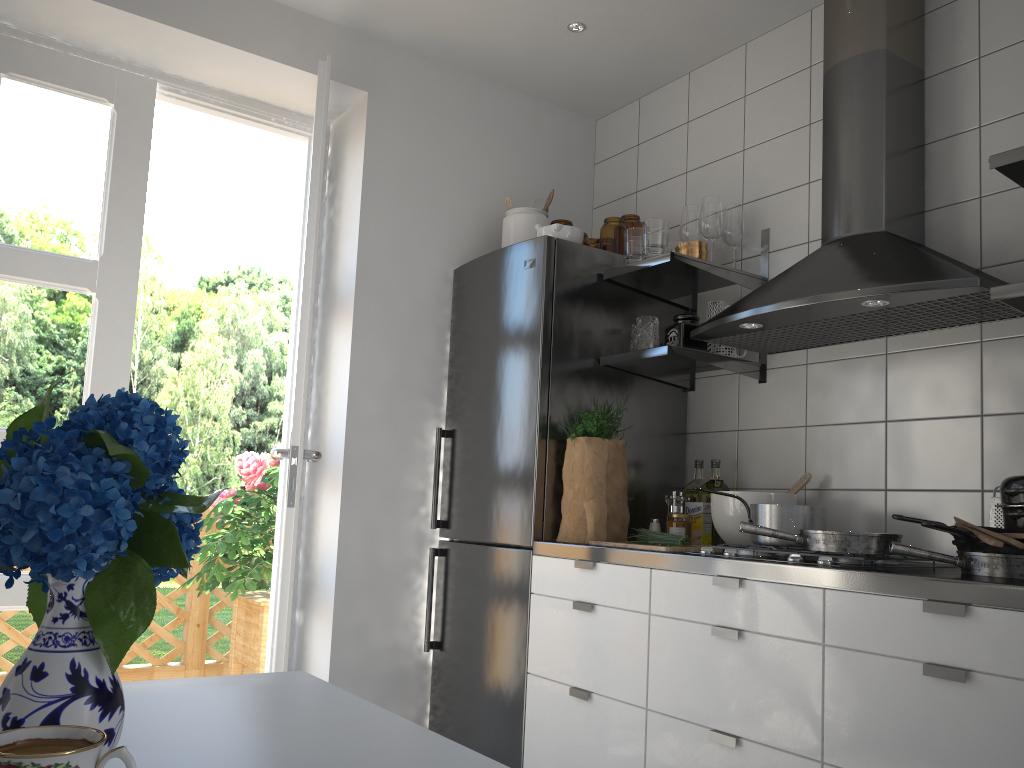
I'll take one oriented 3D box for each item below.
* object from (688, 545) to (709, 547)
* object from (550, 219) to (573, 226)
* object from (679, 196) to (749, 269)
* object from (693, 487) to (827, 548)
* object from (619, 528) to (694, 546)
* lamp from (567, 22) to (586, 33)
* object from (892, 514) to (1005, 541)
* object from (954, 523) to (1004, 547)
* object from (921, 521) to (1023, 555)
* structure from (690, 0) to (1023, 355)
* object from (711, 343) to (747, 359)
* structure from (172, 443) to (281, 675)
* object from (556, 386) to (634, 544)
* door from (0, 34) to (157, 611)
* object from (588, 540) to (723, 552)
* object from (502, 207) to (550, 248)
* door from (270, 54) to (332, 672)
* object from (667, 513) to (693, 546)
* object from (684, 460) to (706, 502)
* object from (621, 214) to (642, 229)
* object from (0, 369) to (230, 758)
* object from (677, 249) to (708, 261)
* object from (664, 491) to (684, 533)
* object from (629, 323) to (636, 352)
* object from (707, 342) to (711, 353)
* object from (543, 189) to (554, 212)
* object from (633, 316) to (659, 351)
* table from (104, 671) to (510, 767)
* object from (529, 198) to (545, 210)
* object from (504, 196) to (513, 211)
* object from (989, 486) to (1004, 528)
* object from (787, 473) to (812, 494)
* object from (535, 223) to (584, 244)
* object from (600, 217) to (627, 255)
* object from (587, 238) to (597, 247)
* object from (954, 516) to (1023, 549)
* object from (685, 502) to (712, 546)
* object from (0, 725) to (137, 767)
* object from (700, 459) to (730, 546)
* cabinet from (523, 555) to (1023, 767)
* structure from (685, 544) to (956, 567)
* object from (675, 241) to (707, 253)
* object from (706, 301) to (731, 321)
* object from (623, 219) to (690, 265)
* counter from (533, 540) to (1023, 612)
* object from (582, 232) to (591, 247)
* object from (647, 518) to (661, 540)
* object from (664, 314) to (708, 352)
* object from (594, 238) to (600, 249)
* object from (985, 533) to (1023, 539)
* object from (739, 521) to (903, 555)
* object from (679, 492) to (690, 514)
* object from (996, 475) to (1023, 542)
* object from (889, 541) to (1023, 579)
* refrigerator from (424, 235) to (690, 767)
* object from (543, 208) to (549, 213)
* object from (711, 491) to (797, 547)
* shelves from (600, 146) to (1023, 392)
[{"bbox_3d":[0.552,0.514,2.817,0.273,0.008,0.180,8,-10,-34],"label":"object"},{"bbox_3d":[0.186,-0.503,3.397,0.117,0.235,0.118,4,-6,-9],"label":"object"},{"bbox_3d":[0.669,-0.472,2.958,0.206,0.243,0.193,8,-8,-36],"label":"object"},{"bbox_3d":[0.680,0.363,2.428,0.347,0.153,0.201,2,-7,5],"label":"object"},{"bbox_3d":[0.398,0.439,2.526,0.142,0.053,0.277,5,-8,-19],"label":"object"},{"bbox_3d":[0.221,-1.227,3.021,0.064,0.030,0.064,10,-10,-41],"label":"lamp"},{"bbox_3d":[1.017,0.323,1.860,0.356,0.080,0.246,7,-9,-26],"label":"object"},{"bbox_3d":[0.960,0.310,1.829,0.064,0.044,0.336,0,-9,22],"label":"object"},{"bbox_3d":[1.009,0.338,1.869,0.347,0.082,0.244,2,-8,7],"label":"object"},{"bbox_3d":[0.905,-0.698,2.424,0.473,1.088,0.870,7,-8,-34],"label":"structure"},{"bbox_3d":[0.697,-0.123,2.872,0.108,0.100,0.083,-4,-10,44],"label":"object"},{"bbox_3d":[-1.150,0.891,4.617,1.178,1.275,1.265,7,-8,-33],"label":"structure"},{"bbox_3d":[0.268,0.252,2.772,0.174,0.507,0.283,-3,-9,43],"label":"object"},{"bbox_3d":[-1.524,0.080,2.753,0.603,2.317,0.157,7,-7,-34],"label":"door"},{"bbox_3d":[0.402,0.462,2.521,0.221,0.012,0.331,8,-10,-34],"label":"object"},{"bbox_3d":[0.050,-0.519,3.243,0.174,0.207,0.174,8,-9,-39],"label":"object"},{"bbox_3d":[-0.718,0.148,2.961,0.157,2.317,0.604,4,-6,-14],"label":"door"},{"bbox_3d":[0.520,0.454,2.750,0.078,0.101,0.078,0,-7,22],"label":"object"},{"bbox_3d":[0.612,0.391,2.911,0.066,0.281,0.066,8,-8,-39],"label":"object"},{"bbox_3d":[0.422,-0.504,3.178,0.097,0.194,0.097,7,-8,-35],"label":"object"},{"bbox_3d":[-0.407,0.173,0.826,0.236,0.375,0.266,7,-8,-32],"label":"object"},{"bbox_3d":[0.565,-0.394,2.792,0.100,0.036,0.100,5,-8,-15],"label":"object"},{"bbox_3d":[0.515,0.429,2.823,0.059,0.172,0.059,1,-6,15],"label":"object"},{"bbox_3d":[0.428,-0.139,2.917,0.086,0.119,0.086,6,-7,-24],"label":"object"},{"bbox_3d":[0.650,-0.115,2.941,0.108,0.100,0.083,-4,-10,44],"label":"object"},{"bbox_3d":[0.103,-0.564,3.241,0.131,0.294,0.057,-2,-7,35],"label":"object"},{"bbox_3d":[0.429,-0.153,2.817,0.086,0.119,0.086,8,-8,-37],"label":"object"},{"bbox_3d":[-0.859,0.625,0.496,1.830,0.657,0.816,8,-9,-34],"label":"table"},{"bbox_3d":[0.060,-0.563,3.254,0.064,0.288,0.141,-1,-7,29],"label":"object"},{"bbox_3d":[0.006,-0.549,3.261,0.054,0.261,0.149,-1,-7,30],"label":"object"},{"bbox_3d":[1.180,0.340,2.079,0.081,0.200,0.101,9,-9,-44],"label":"object"},{"bbox_3d":[0.772,0.374,2.627,0.221,0.231,0.081,1,-7,16],"label":"object"},{"bbox_3d":[0.169,-0.494,3.031,0.173,0.109,0.159,9,-10,-39],"label":"object"},{"bbox_3d":[0.354,-0.498,3.094,0.093,0.153,0.093,4,-7,-12],"label":"object"},{"bbox_3d":[0.301,-0.465,3.451,0.113,0.186,0.113,3,-7,-5],"label":"object"},{"bbox_3d":[0.976,0.304,1.826,0.059,0.060,0.336,1,-8,13],"label":"object"},{"bbox_3d":[0.594,0.449,2.828,0.044,0.140,0.077,7,-8,-34],"label":"object"},{"bbox_3d":[-0.312,0.286,0.594,0.091,0.095,0.078,9,-9,-41],"label":"object"},{"bbox_3d":[0.654,0.383,2.842,0.082,0.281,0.090,7,-7,-34],"label":"object"},{"bbox_3d":[1.226,0.806,1.514,0.664,0.792,3.245,7,-9,-34],"label":"cabinet"},{"bbox_3d":[0.769,0.432,2.249,0.491,0.028,0.468,8,-10,-34],"label":"structure"},{"bbox_3d":[0.565,-0.416,2.795,0.100,0.048,0.100,4,-8,-11],"label":"object"},{"bbox_3d":[0.681,-0.219,2.909,0.083,0.100,0.109,3,-7,0],"label":"object"},{"bbox_3d":[0.470,-0.434,2.900,0.229,0.134,0.190,10,-10,-43],"label":"object"},{"bbox_3d":[1.251,0.393,1.560,0.652,0.045,3.246,8,-10,-34],"label":"counter"},{"bbox_3d":[0.235,-0.477,3.277,0.113,0.153,0.113,3,-7,-6],"label":"object"},{"bbox_3d":[0.455,0.470,2.826,0.046,0.084,0.046,-1,-8,33],"label":"object"},{"bbox_3d":[0.546,-0.155,2.778,0.100,0.122,0.100,6,-7,-24],"label":"object"},{"bbox_3d":[0.341,-0.464,3.245,0.093,0.127,0.093,4,-7,-13],"label":"object"},{"bbox_3d":[1.012,0.318,1.832,0.065,0.021,0.338,0,-9,19],"label":"object"},{"bbox_3d":[0.750,0.370,2.130,0.351,0.060,0.233,-3,-10,34],"label":"object"},{"bbox_3d":[0.547,0.438,2.880,0.059,0.172,0.059,1,-6,15],"label":"object"},{"bbox_3d":[1.111,0.260,1.838,0.190,0.158,0.198,1,-8,17],"label":"object"},{"bbox_3d":[1.013,0.377,1.895,0.351,0.060,0.233,-3,-10,34],"label":"object"},{"bbox_3d":[0.150,0.479,3.122,0.696,1.793,0.577,7,-7,-34],"label":"refrigerator"},{"bbox_3d":[0.100,-0.541,3.247,0.050,0.246,0.115,0,-7,20],"label":"object"},{"bbox_3d":[0.719,0.413,2.646,0.247,0.174,0.248,2,-7,6],"label":"object"},{"bbox_3d":[1.183,-0.366,1.998,0.428,0.510,2.546,7,-9,-34],"label":"shelves"}]
